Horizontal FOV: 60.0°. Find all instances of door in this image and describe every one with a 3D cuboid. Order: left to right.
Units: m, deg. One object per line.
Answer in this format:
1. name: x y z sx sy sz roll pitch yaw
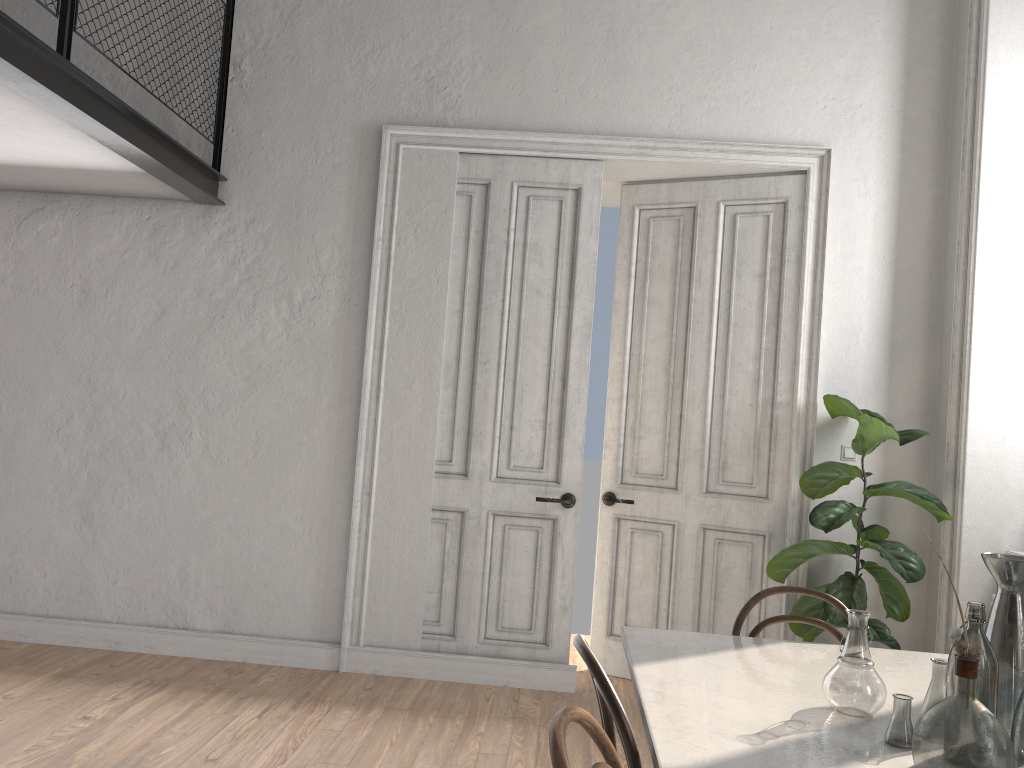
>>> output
1. door: -0.151 0.164 4.778 1.097 2.813 0.216 4 -2 5
2. door: 1.016 0.254 4.867 1.096 2.813 0.216 3 -3 29

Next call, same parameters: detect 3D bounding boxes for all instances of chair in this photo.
1. chair: 0.370 1.010 1.856 0.549 0.920 0.438 4 -2 -1
2. chair: 0.297 0.976 1.275 0.549 0.920 0.438 4 -3 15
3. chair: 0.820 1.075 2.490 0.438 0.920 0.549 4 -3 12

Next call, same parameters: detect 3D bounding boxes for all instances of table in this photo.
1. table: 0.776 1.092 1.513 1.100 0.779 2.201 4 -3 4

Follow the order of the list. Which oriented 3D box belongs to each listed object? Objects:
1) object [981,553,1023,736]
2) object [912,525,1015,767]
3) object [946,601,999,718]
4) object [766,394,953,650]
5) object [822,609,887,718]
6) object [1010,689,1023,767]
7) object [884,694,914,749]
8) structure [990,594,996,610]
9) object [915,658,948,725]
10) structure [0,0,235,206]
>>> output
1. object: 0.988 0.537 1.764 0.116 0.382 0.116 4 -2 15
2. object: 0.774 0.477 1.510 0.157 0.446 0.157 3 -3 22
3. object: 0.868 0.564 1.672 0.086 0.301 0.086 5 -2 -10
4. object: 1.252 0.602 1.691 0.792 1.841 5.830 4 -3 9
5. object: 0.754 0.611 1.946 0.132 0.219 0.132 4 -3 -7
6. object: 0.931 0.586 1.553 0.100 0.255 0.098 5 -3 -19
7. object: 0.770 0.665 1.753 0.058 0.094 0.058 3 -3 32
8. structure: 2.149 -0.657 1.562 0.340 4.472 5.184 4 -3 4
9. object: 0.870 0.643 1.808 0.083 0.158 0.083 4 -2 0
10. structure: -3.785 -1.887 2.072 4.157 1.212 5.929 4 -3 4
